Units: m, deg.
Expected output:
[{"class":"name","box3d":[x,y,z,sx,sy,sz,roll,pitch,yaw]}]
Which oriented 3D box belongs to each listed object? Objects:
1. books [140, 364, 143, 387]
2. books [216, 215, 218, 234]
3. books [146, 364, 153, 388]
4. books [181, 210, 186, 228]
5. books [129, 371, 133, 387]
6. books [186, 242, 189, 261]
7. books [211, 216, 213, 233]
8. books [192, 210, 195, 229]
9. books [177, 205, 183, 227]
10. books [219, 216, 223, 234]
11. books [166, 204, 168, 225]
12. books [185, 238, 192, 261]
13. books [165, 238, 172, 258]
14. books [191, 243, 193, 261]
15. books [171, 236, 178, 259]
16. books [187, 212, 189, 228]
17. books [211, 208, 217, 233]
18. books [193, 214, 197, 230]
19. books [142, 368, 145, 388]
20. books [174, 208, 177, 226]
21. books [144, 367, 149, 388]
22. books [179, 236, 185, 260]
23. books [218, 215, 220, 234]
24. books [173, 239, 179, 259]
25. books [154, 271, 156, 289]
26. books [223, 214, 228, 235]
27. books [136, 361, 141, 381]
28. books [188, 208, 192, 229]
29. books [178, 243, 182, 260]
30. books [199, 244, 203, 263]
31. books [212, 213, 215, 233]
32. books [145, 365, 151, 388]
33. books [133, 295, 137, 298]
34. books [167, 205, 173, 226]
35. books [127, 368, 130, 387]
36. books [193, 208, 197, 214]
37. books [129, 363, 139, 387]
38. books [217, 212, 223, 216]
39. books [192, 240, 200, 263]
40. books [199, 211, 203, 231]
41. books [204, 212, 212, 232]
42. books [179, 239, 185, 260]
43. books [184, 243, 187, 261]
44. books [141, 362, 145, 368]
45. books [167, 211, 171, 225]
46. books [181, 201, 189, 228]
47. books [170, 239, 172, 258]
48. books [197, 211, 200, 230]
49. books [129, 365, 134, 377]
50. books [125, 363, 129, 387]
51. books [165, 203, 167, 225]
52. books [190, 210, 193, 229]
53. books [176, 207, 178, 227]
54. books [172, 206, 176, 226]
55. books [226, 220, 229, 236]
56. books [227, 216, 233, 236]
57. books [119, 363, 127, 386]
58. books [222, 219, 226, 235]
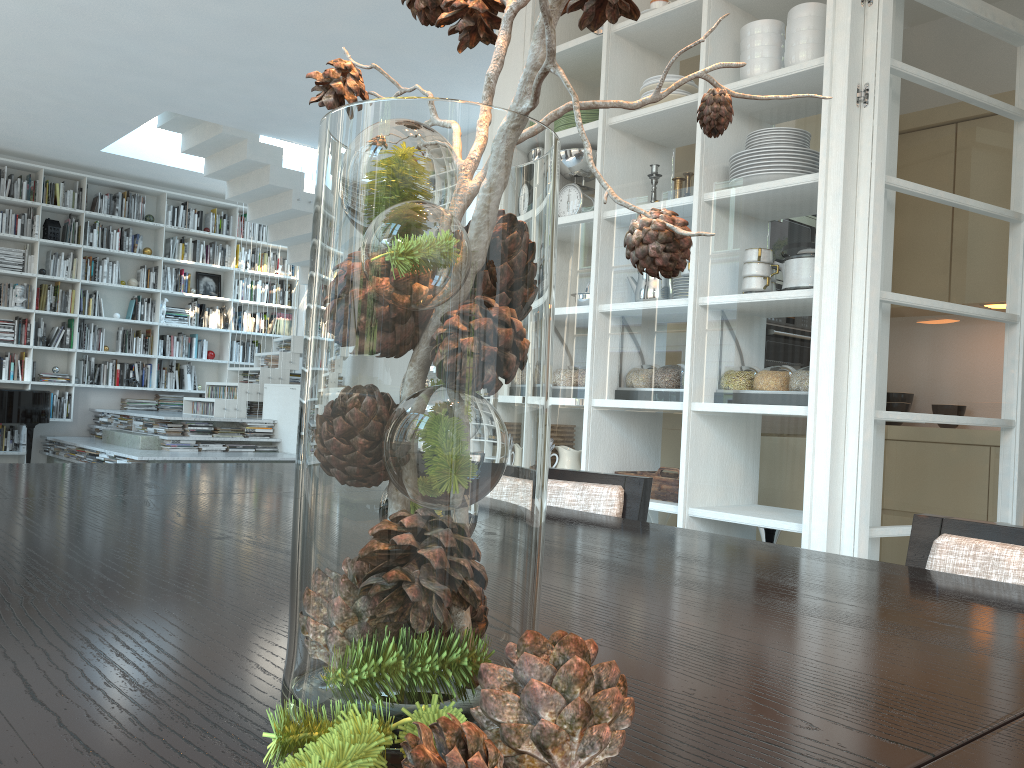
[{"class":"books","box3d":[-4.199,-0.094,9.992,0.021,0.264,0.150,4,-1,-41]},{"class":"books","box3d":[-3.520,-1.874,10.514,0.031,0.248,0.164,4,-1,-41]},{"class":"books","box3d":[-4.117,-0.092,10.049,0.025,0.272,0.171,4,-1,-41]},{"class":"books","box3d":[-3.822,-1.889,10.258,0.030,0.231,0.148,4,-1,-41]},{"class":"books","box3d":[-4.283,-0.059,9.911,0.025,0.181,0.169,4,-1,-41]},{"class":"books","box3d":[-3.801,-1.521,10.307,0.024,0.236,0.146,4,-1,-41]},{"class":"books","box3d":[-3.573,-1.864,10.463,0.008,0.220,0.182,4,-1,-41]},{"class":"books","box3d":[-3.743,-1.894,10.329,0.021,0.254,0.151,4,-1,-41]},{"class":"books","box3d":[-3.849,-1.914,10.231,0.048,0.278,0.150,4,-1,-41]},{"class":"books","box3d":[-3.485,-1.865,10.536,0.018,0.235,0.186,4,-1,-41]},{"class":"books","box3d":[-3.976,-1.917,10.138,0.014,0.264,0.140,4,-1,-41]},{"class":"books","box3d":[-3.768,-1.545,10.308,0.026,0.288,0.156,4,-1,-41]},{"class":"books","box3d":[-3.945,-1.541,10.167,0.012,0.254,0.161,4,-1,-41]},{"class":"books","box3d":[-3.756,-1.519,10.331,0.025,0.238,0.142,4,-1,-41]},{"class":"books","box3d":[-3.909,-1.553,10.195,0.052,0.282,0.166,4,-1,-41]},{"class":"books","box3d":[-3.797,-1.881,10.296,0.030,0.220,0.133,4,-1,-41]},{"class":"books","box3d":[-3.538,-1.912,10.499,0.007,0.320,0.165,4,-1,-41]},{"class":"books","box3d":[-3.719,-1.867,10.333,0.024,0.202,0.190,4,-1,-41]},{"class":"books","box3d":[-4.179,-0.071,9.994,0.013,0.220,0.168,4,-1,-41]},{"class":"books","box3d":[-3.898,-1.895,10.189,0.024,0.231,0.168,4,-1,-41]},{"class":"books","box3d":[-4.152,-0.073,10.010,0.025,0.228,0.175,4,-1,-41]},{"class":"books","box3d":[-3.826,-1.554,10.266,0.011,0.296,0.162,4,-1,-41]},{"class":"books","box3d":[-3.512,-1.877,10.541,0.017,0.257,0.146,4,-1,-41]},{"class":"books","box3d":[-3.887,-1.535,10.227,0.026,0.250,0.130,4,-1,-41]},{"class":"books","box3d":[-4.083,-1.168,10.063,0.013,0.221,0.155,4,-1,-41]},{"class":"books","box3d":[-3.447,-1.883,10.600,0.025,0.279,0.136,4,-1,-41]},{"class":"books","box3d":[-4.210,-0.110,9.981,0.013,0.294,0.134,4,-1,-41]},{"class":"books","box3d":[-3.767,-1.900,10.296,0.014,0.262,0.168,4,-1,-41]},{"class":"books","box3d":[-3.853,-1.512,10.226,0.025,0.207,0.175,4,-1,-41]},{"class":"books","box3d":[-3.670,-1.509,10.375,0.030,0.230,0.187,4,-1,-41]},{"class":"books","box3d":[-3.561,-1.879,10.480,0.016,0.252,0.189,4,-1,-41]},{"class":"books","box3d":[-4.136,-0.086,10.032,0.026,0.258,0.156,4,-1,-41]},{"class":"books","box3d":[-4.236,-0.845,9.952,0.016,0.290,0.135,4,-1,-41]},{"class":"books","box3d":[-3.934,-1.907,10.153,0.025,0.250,0.178,4,-1,-41]},{"class":"books","box3d":[-4.304,-0.076,9.901,0.022,0.211,0.135,4,-1,-41]},{"class":"books","box3d":[-3.721,-1.904,10.365,0.012,0.279,0.153,4,-1,-41]},{"class":"books","box3d":[-4.236,-0.098,9.946,0.070,0.266,0.186,4,-1,-41]},{"class":"books","box3d":[-3.482,-1.896,10.564,0.020,0.299,0.131,4,-1,-41]},{"class":"books","box3d":[-3.700,-1.530,10.311,0.032,0.265,0.245,4,-1,-41]},{"class":"books","box3d":[-3.672,-1.890,10.386,0.030,0.257,0.164,4,-1,-41]},{"class":"books","box3d":[-3.581,-1.883,10.452,0.019,0.256,0.169,4,-1,-41]},{"class":"books","box3d":[-3.836,-1.537,10.247,0.026,0.261,0.167,4,-1,-41]},{"class":"books","box3d":[-3.813,-1.516,10.278,0.030,0.224,0.158,4,-1,-41]},{"class":"books","box3d":[-4.184,-0.102,10.022,0.012,0.282,0.143,4,-1,-41]},{"class":"books","box3d":[-3.946,-1.874,10.128,0.022,0.182,0.189,4,-2,-41]},{"class":"books","box3d":[-3.796,-1.938,10.265,0.014,0.332,0.180,4,-1,-41]},{"class":"books","box3d":[-3.935,-1.532,10.174,0.013,0.236,0.141,4,-1,-41]},{"class":"books","box3d":[-3.697,-1.890,10.382,0.012,0.254,0.161,4,-1,-41]},{"class":"books","box3d":[-4.269,-0.092,9.925,0.012,0.249,0.164,4,-1,-41]},{"class":"books","box3d":[-4.319,-0.103,9.884,0.026,0.263,0.169,4,-1,-41]},{"class":"books","box3d":[-3.985,-1.933,10.118,0.028,0.294,0.150,4,-1,-41]},{"class":"books","box3d":[-3.755,-1.886,10.308,0.022,0.236,0.172,4,-1,-41]},{"class":"books","box3d":[-3.889,-1.903,10.219,0.027,0.249,0.140,4,-1,-41]},{"class":"books","box3d":[-3.911,-1.901,10.166,0.026,0.241,0.184,4,-1,-41]},{"class":"books","box3d":[-3.432,-1.848,10.622,0.031,0.211,0.131,4,-1,-41]},{"class":"books","box3d":[-3.394,-1.872,10.624,0.026,0.263,0.163,4,-1,-41]},{"class":"books","box3d":[-4.334,-0.104,9.862,0.026,0.262,0.173,4,-1,-41]},{"class":"books","box3d":[-3.458,-1.850,10.568,0.029,0.210,0.169,4,-1,-41]}]
